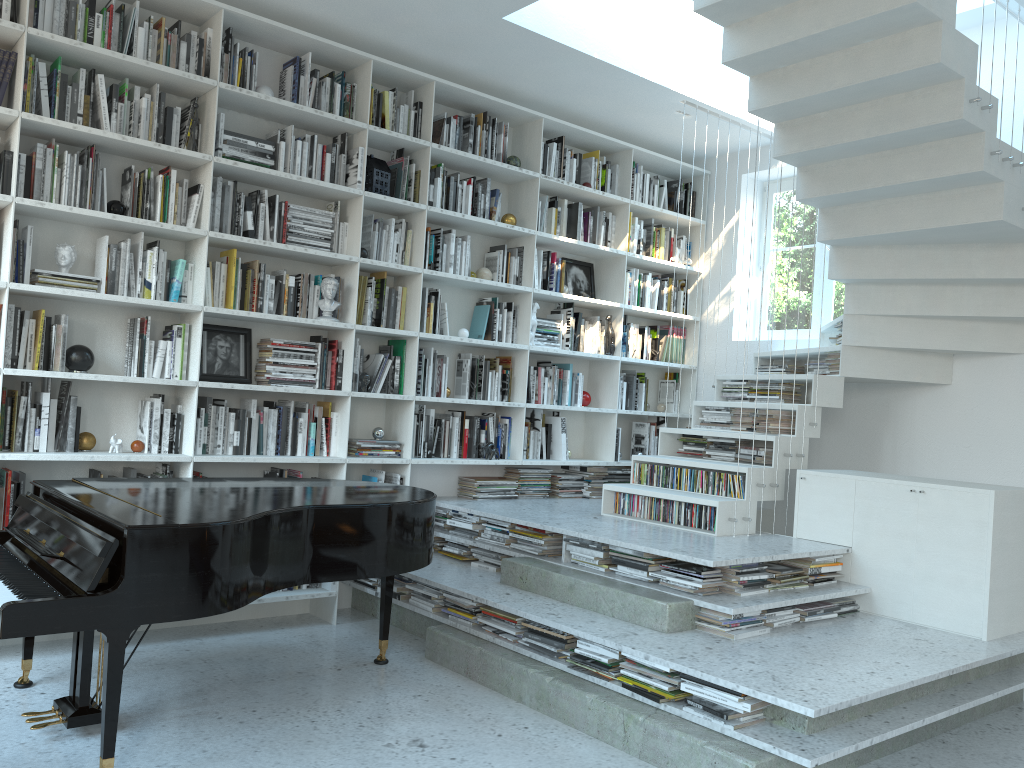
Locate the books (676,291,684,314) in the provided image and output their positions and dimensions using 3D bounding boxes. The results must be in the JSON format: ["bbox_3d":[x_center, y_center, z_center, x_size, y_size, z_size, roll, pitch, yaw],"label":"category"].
[{"bbox_3d":[1.231,-0.610,6.806,0.029,0.195,0.192,4,-1,-39],"label":"books"}]

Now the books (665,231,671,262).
[{"bbox_3d":[1.133,-1.019,6.713,0.022,0.261,0.160,4,-1,-39],"label":"books"}]

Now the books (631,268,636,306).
[{"bbox_3d":[0.836,-0.694,6.501,0.022,0.297,0.162,4,-1,-39],"label":"books"}]

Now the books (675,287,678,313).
[{"bbox_3d":[1.185,-0.626,6.780,0.025,0.220,0.177,4,-1,-39],"label":"books"}]

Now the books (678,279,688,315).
[{"bbox_3d":[1.273,-0.655,6.845,0.042,0.292,0.186,4,-1,-39],"label":"books"}]

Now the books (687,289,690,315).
[{"bbox_3d":[1.294,-0.616,6.866,0.021,0.219,0.184,4,-1,-39],"label":"books"}]

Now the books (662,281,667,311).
[{"bbox_3d":[1.102,-0.649,6.720,0.025,0.252,0.160,4,-1,-39],"label":"books"}]

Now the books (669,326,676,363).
[{"bbox_3d":[1.169,-0.296,6.756,0.018,0.293,0.169,4,-1,-39],"label":"books"}]

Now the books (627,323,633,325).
[{"bbox_3d":[0.815,-0.311,6.490,0.022,0.265,0.157,4,-1,-39],"label":"books"}]

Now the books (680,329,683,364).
[{"bbox_3d":[1.245,-0.289,6.835,0.018,0.293,0.169,4,-1,-39],"label":"books"}]

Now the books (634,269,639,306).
[{"bbox_3d":[0.857,-0.690,6.503,0.012,0.292,0.165,4,-1,-39],"label":"books"}]

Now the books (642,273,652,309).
[{"bbox_3d":[0.957,-0.677,6.588,0.030,0.283,0.166,4,-1,-39],"label":"books"}]

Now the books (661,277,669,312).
[{"bbox_3d":[1.123,-0.663,6.725,0.012,0.283,0.151,4,-1,-39],"label":"books"}]

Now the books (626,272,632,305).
[{"bbox_3d":[0.792,-0.678,6.449,0.026,0.256,0.173,4,-1,-39],"label":"books"}]

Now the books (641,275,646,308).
[{"bbox_3d":[0.919,-0.668,6.554,0.024,0.259,0.156,4,-1,-39],"label":"books"}]

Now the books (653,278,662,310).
[{"bbox_3d":[1.042,-0.657,6.658,0.023,0.258,0.184,4,-1,-39],"label":"books"}]

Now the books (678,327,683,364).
[{"bbox_3d":[1.234,-0.290,6.820,0.018,0.293,0.169,4,-1,-39],"label":"books"}]

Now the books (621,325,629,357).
[{"bbox_3d":[0.775,-0.303,6.444,0.022,0.243,0.170,4,-1,-39],"label":"books"}]

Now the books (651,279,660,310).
[{"bbox_3d":[1.019,-0.653,6.632,0.045,0.245,0.177,4,-1,-39],"label":"books"}]

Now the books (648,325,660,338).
[{"bbox_3d":[1.030,-0.298,6.672,0.026,0.278,0.170,4,-1,-39],"label":"books"}]

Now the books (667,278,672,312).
[{"bbox_3d":[1.135,-0.659,6.731,0.013,0.277,0.188,4,-1,-39],"label":"books"}]

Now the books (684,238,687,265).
[{"bbox_3d":[1.285,-0.998,6.857,0.040,0.246,0.160,4,-1,-39],"label":"books"}]

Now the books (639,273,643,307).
[{"bbox_3d":[0.895,-0.676,6.546,0.025,0.271,0.152,4,-1,-39],"label":"books"}]

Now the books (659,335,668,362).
[{"bbox_3d":[1.080,-0.261,6.700,0.089,0.217,0.167,4,-1,-39],"label":"books"}]

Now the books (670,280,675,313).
[{"bbox_3d":[1.152,-0.653,6.742,0.028,0.268,0.173,4,-1,-39],"label":"books"}]

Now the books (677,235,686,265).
[{"bbox_3d":[1.259,-1.007,6.835,0.029,0.258,0.163,4,-1,-39],"label":"books"}]

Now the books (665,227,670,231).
[{"bbox_3d":[1.133,-1.035,6.741,0.011,0.294,0.151,4,-1,-39],"label":"books"}]

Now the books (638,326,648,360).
[{"bbox_3d":[0.933,-0.297,6.591,0.029,0.259,0.171,4,-1,-39],"label":"books"}]

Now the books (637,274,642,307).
[{"bbox_3d":[0.885,-0.672,6.527,0.013,0.260,0.158,4,-1,-39],"label":"books"}]

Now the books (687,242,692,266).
[{"bbox_3d":[1.315,-0.982,6.859,0.011,0.216,0.170,4,-1,-39],"label":"books"}]

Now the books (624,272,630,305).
[{"bbox_3d":[0.771,-0.675,6.418,0.023,0.247,0.182,4,-1,-39],"label":"books"}]

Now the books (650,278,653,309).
[{"bbox_3d":[0.985,-0.660,6.630,0.012,0.254,0.161,4,-1,-39],"label":"books"}]

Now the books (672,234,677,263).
[{"bbox_3d":[1.191,-1.011,6.770,0.070,0.254,0.154,4,-1,-39],"label":"books"}]

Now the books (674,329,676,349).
[{"bbox_3d":[1.174,-0.295,6.778,0.018,0.293,0.169,4,-1,-39],"label":"books"}]

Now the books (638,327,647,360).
[{"bbox_3d":[0.920,-0.293,6.567,0.022,0.247,0.181,4,-1,-39],"label":"books"}]

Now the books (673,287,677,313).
[{"bbox_3d":[1.172,-0.623,6.757,0.025,0.211,0.188,4,-1,-39],"label":"books"}]

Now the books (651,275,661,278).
[{"bbox_3d":[1.056,-0.672,6.695,0.024,0.291,0.132,4,-1,-39],"label":"books"}]

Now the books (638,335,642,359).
[{"bbox_3d":[0.881,-0.267,6.530,0.023,0.189,0.169,4,-1,-39],"label":"books"}]

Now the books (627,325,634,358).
[{"bbox_3d":[0.804,-0.302,6.466,0.026,0.245,0.180,4,-1,-39],"label":"books"}]

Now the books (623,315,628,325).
[{"bbox_3d":[0.779,-0.342,6.469,0.012,0.322,0.141,4,-1,-39],"label":"books"}]

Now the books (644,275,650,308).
[{"bbox_3d":[0.939,-0.668,6.567,0.022,0.262,0.172,4,-1,-39],"label":"books"}]

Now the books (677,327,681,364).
[{"bbox_3d":[1.217,-0.291,6.812,0.018,0.293,0.169,4,-1,-39],"label":"books"}]

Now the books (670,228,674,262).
[{"bbox_3d":[1.153,-1.030,6.743,0.023,0.287,0.163,4,-1,-39],"label":"books"}]

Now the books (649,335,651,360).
[{"bbox_3d":[0.986,-0.266,6.654,0.014,0.207,0.138,4,-1,-39],"label":"books"}]

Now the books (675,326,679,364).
[{"bbox_3d":[1.205,-0.292,6.797,0.018,0.293,0.169,4,-1,-39],"label":"books"}]

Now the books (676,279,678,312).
[{"bbox_3d":[1.207,-0.656,6.806,0.013,0.283,0.149,4,-1,-39],"label":"books"}]

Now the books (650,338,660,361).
[{"bbox_3d":[1.025,-0.251,6.635,0.024,0.181,0.191,4,-1,-39],"label":"books"}]

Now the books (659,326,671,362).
[{"bbox_3d":[1.112,-0.297,6.727,0.072,0.291,0.169,4,-1,-39],"label":"books"}]

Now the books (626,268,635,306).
[{"bbox_3d":[0.817,-0.691,6.451,0.014,0.285,0.185,4,-1,-39],"label":"books"}]

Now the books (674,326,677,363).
[{"bbox_3d":[1.188,-0.294,6.789,0.018,0.293,0.169,4,-1,-39],"label":"books"}]

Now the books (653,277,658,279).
[{"bbox_3d":[1.040,-0.664,6.687,0.010,0.273,0.130,4,-1,-39],"label":"books"}]

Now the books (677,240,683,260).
[{"bbox_3d":[1.226,-0.987,6.797,0.023,0.213,0.180,4,-1,-39],"label":"books"}]

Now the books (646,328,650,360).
[{"bbox_3d":[0.961,-0.292,6.625,0.012,0.254,0.161,4,-1,-39],"label":"books"}]

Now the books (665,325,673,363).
[{"bbox_3d":[1.142,-0.297,6.751,0.033,0.294,0.169,4,-1,-39],"label":"books"}]

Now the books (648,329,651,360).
[{"bbox_3d":[0.974,-0.288,6.639,0.025,0.248,0.133,4,-1,-39],"label":"books"}]

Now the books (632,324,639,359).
[{"bbox_3d":[0.853,-0.306,6.505,0.056,0.261,0.176,4,-1,-39],"label":"books"}]

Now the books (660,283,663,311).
[{"bbox_3d":[1.074,-0.643,6.711,0.028,0.237,0.145,4,-1,-39],"label":"books"}]

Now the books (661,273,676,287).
[{"bbox_3d":[1.194,-0.680,6.805,0.013,0.330,0.140,4,-1,-39],"label":"books"}]
